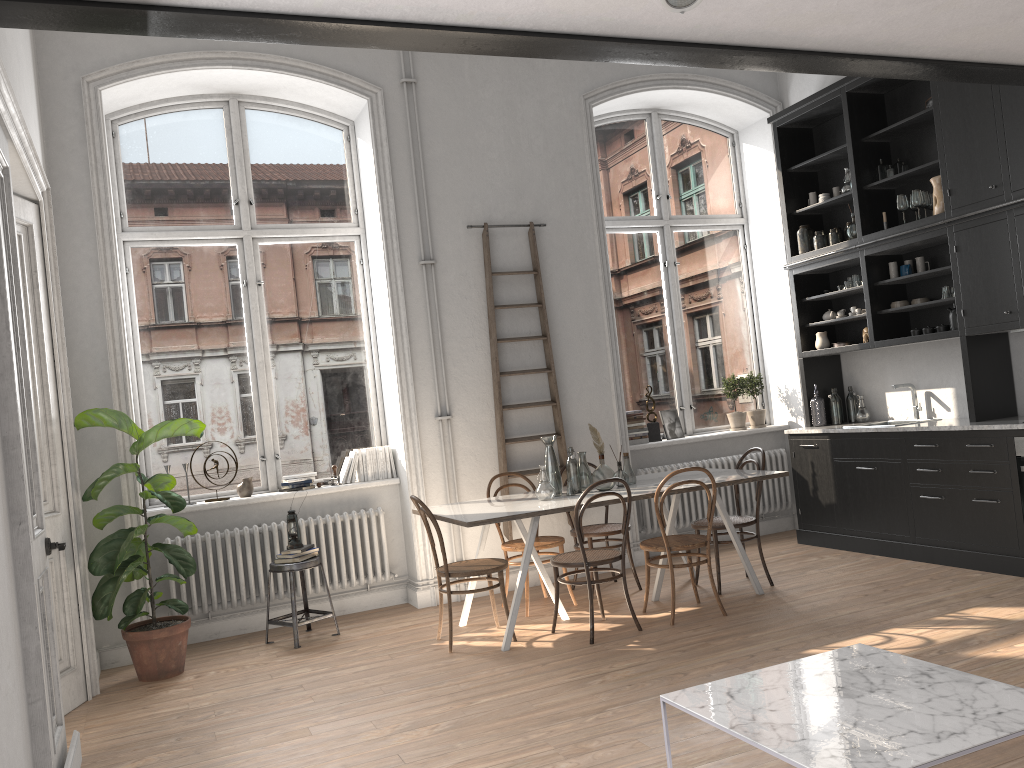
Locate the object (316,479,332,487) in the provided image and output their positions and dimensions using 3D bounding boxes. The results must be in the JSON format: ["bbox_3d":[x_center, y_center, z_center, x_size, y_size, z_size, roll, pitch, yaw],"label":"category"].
[{"bbox_3d":[-1.400,0.736,6.568,0.088,0.048,0.153,-7,-2,17],"label":"object"}]

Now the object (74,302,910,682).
[{"bbox_3d":[0.211,0.598,6.104,5.825,1.842,0.792,-6,-1,-17],"label":"object"}]

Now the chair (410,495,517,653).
[{"bbox_3d":[-0.296,1.098,5.376,0.549,0.920,0.438,-6,-1,-14],"label":"chair"}]

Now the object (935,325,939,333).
[{"bbox_3d":[3.083,-0.394,6.413,0.088,0.059,0.104,-6,-1,6],"label":"object"}]

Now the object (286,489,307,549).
[{"bbox_3d":[-1.455,0.906,5.968,0.154,0.383,0.163,-7,-1,41],"label":"object"}]

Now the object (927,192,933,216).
[{"bbox_3d":[3.053,-1.276,6.443,0.083,0.221,0.083,-6,-1,9],"label":"object"}]

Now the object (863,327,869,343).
[{"bbox_3d":[2.753,-0.378,6.867,0.069,0.123,0.173,-6,-1,10],"label":"object"}]

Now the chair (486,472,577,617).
[{"bbox_3d":[0.119,1.073,6.123,0.437,0.920,0.549,-6,-1,-25],"label":"chair"}]

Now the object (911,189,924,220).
[{"bbox_3d":[2.876,-1.261,6.278,0.083,0.221,0.083,-7,-1,24],"label":"object"}]

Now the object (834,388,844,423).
[{"bbox_3d":[2.726,0.182,7.439,0.086,0.301,0.086,-6,-1,-8],"label":"object"}]

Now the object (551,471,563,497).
[{"bbox_3d":[0.276,0.643,5.710,0.083,0.158,0.083,-6,-1,-27],"label":"object"}]

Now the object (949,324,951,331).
[{"bbox_3d":[3.126,-0.401,6.317,0.104,0.059,0.088,-7,-2,31],"label":"object"}]

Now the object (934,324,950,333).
[{"bbox_3d":[3.030,-0.392,6.235,0.104,0.059,0.088,-6,-1,-14],"label":"object"}]

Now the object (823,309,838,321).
[{"bbox_3d":[2.644,-0.570,7.373,0.140,0.100,0.125,-5,-2,-41],"label":"object"}]

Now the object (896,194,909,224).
[{"bbox_3d":[2.824,-1.253,6.398,0.083,0.221,0.083,-6,-1,9],"label":"object"}]

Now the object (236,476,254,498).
[{"bbox_3d":[-1.907,0.737,6.337,0.102,0.142,0.100,-7,-2,42],"label":"object"}]

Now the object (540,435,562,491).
[{"bbox_3d":[0.259,0.535,5.832,0.116,0.383,0.116,-6,-1,-11],"label":"object"}]

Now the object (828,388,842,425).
[{"bbox_3d":[2.667,0.186,7.330,0.086,0.301,0.086,-5,-1,-37],"label":"object"}]

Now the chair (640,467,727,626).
[{"bbox_3d":[1.020,0.958,5.443,0.438,0.920,0.549,-6,-1,-12],"label":"chair"}]

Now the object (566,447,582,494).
[{"bbox_3d":[0.396,0.559,5.766,0.086,0.301,0.086,-5,-1,-37],"label":"object"}]

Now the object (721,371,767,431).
[{"bbox_3d":[2.107,0.150,8.050,0.500,0.524,0.234,-5,-1,-33],"label":"object"}]

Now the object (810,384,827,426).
[{"bbox_3d":[2.531,0.174,7.345,0.109,0.349,0.109,-5,-1,-41],"label":"object"}]

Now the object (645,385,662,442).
[{"bbox_3d":[1.205,0.254,7.670,0.122,0.488,0.102,-6,-1,2],"label":"object"}]

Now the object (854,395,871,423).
[{"bbox_3d":[2.857,0.202,7.241,0.132,0.219,0.120,-6,-1,-22],"label":"object"}]

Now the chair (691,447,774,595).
[{"bbox_3d":[1.503,0.924,6.102,0.549,0.920,0.438,-6,-1,-10],"label":"chair"}]

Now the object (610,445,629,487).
[{"bbox_3d":[0.714,0.538,5.887,0.106,0.283,0.107,-6,-1,-28],"label":"object"}]

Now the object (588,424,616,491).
[{"bbox_3d":[0.580,0.467,5.751,0.156,0.446,0.157,-6,-1,-5],"label":"object"}]

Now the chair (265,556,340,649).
[{"bbox_3d":[-1.411,1.429,5.883,0.360,0.522,0.364,-7,-2,41],"label":"chair"}]

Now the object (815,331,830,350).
[{"bbox_3d":[2.573,-0.357,7.346,0.127,0.144,0.116,-5,-2,-44],"label":"object"}]

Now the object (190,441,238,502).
[{"bbox_3d":[-2.101,0.614,6.269,0.347,0.425,0.087,-6,-1,10],"label":"object"}]

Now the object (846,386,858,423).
[{"bbox_3d":[2.824,0.170,7.366,0.086,0.301,0.086,-7,-1,23],"label":"object"}]

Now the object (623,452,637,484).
[{"bbox_3d":[0.781,0.569,5.995,0.101,0.211,0.101,-6,-1,17],"label":"object"}]

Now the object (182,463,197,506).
[{"bbox_3d":[-2.260,0.698,6.177,0.095,0.289,0.095,-6,-1,0],"label":"object"}]

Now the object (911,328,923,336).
[{"bbox_3d":[2.937,-0.378,6.426,0.088,0.059,0.104,-5,-2,-34],"label":"object"}]

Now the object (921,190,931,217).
[{"bbox_3d":[2.957,-1.268,6.346,0.083,0.221,0.083,-6,-1,-24],"label":"object"}]

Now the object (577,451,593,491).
[{"bbox_3d":[0.475,0.577,5.876,0.100,0.255,0.098,-7,-1,44],"label":"object"}]

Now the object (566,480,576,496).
[{"bbox_3d":[0.371,0.663,5.646,0.058,0.094,0.058,-6,-1,6],"label":"object"}]

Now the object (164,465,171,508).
[{"bbox_3d":[-2.390,0.712,6.185,0.095,0.289,0.095,-6,-1,9],"label":"object"}]

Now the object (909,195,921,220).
[{"bbox_3d":[2.925,-1.263,6.423,0.083,0.221,0.083,-6,-1,-30],"label":"object"}]

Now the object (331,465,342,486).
[{"bbox_3d":[-1.305,0.673,6.550,0.088,0.153,0.048,-7,-1,37],"label":"object"}]

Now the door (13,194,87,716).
[{"bbox_3d":[-2.543,0.360,4.475,0.216,2.814,1.097,-6,-1,2],"label":"door"}]

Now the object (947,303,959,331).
[{"bbox_3d":[3.092,-0.468,6.127,0.124,0.192,0.129,-6,-1,5],"label":"object"}]

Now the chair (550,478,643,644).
[{"bbox_3d":[0.469,1.013,5.252,0.437,0.920,0.549,-6,-1,-27],"label":"chair"}]

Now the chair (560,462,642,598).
[{"bbox_3d":[0.616,1.027,6.415,0.437,0.920,0.549,-6,-1,-16],"label":"chair"}]

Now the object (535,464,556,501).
[{"bbox_3d":[0.203,0.616,5.544,0.132,0.219,0.132,-5,-1,-33],"label":"object"}]

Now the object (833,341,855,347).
[{"bbox_3d":[2.703,-0.319,7.227,0.180,0.037,0.180,-5,-2,-38],"label":"object"}]

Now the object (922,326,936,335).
[{"bbox_3d":[2.972,-0.384,6.319,0.088,0.059,0.104,-5,-2,-44],"label":"object"}]
